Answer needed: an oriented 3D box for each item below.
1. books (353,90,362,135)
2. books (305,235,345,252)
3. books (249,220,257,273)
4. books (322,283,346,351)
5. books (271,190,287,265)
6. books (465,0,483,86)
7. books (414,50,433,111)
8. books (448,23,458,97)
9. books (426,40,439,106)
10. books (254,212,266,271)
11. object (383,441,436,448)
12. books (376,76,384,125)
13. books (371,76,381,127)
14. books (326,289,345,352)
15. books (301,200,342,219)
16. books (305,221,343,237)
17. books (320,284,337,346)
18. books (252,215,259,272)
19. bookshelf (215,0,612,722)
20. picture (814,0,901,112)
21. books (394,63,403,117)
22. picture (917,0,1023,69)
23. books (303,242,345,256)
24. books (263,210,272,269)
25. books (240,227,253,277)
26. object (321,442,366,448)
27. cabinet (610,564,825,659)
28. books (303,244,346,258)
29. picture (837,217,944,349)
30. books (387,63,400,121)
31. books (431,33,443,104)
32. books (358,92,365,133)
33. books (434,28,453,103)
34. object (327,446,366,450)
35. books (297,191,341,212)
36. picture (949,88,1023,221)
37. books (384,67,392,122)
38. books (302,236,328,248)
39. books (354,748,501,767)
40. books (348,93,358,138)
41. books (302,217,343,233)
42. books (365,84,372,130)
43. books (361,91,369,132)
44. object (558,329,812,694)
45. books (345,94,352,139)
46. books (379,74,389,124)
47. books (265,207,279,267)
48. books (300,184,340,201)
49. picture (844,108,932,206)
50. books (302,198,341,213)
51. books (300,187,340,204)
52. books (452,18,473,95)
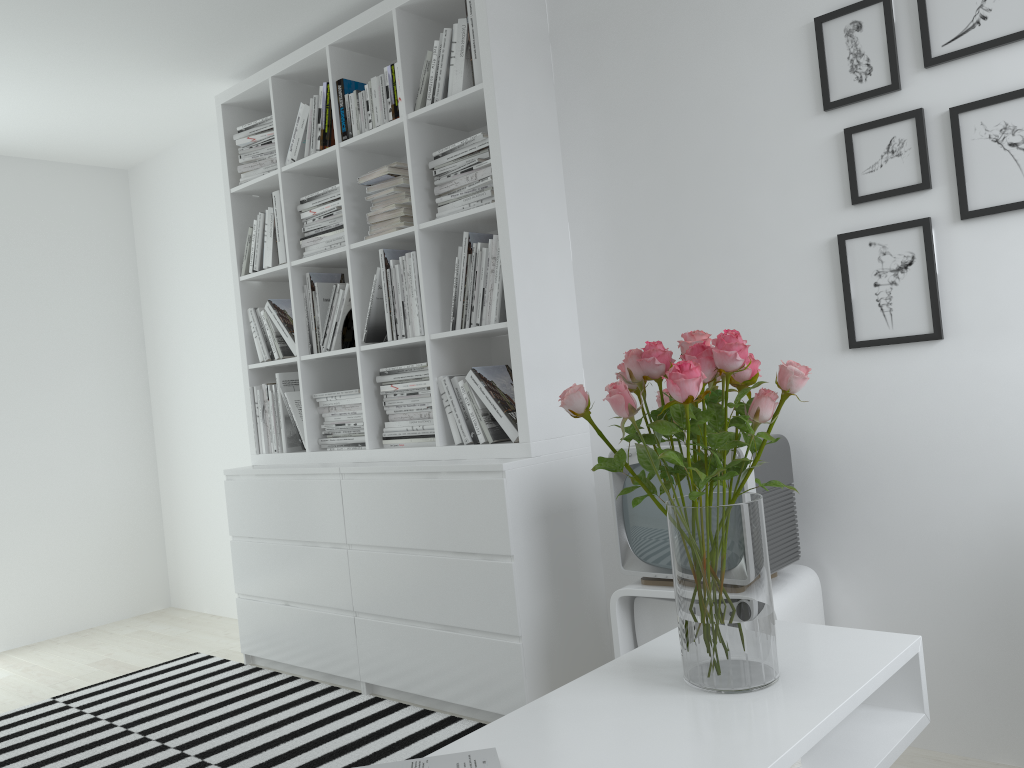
[{"bbox_3d":[-0.521,-0.984,3.255,0.020,0.167,0.120,-6,0,42],"label":"books"},{"bbox_3d":[-0.664,-0.549,3.500,0.273,0.021,0.174,-6,0,42],"label":"books"},{"bbox_3d":[-1.033,-0.580,3.772,0.101,0.218,0.161,-6,0,42],"label":"books"},{"bbox_3d":[-0.654,-0.262,3.517,0.153,0.253,0.159,-6,0,42],"label":"books"},{"bbox_3d":[-0.879,-0.632,3.616,0.053,0.290,0.176,-6,0,42],"label":"books"},{"bbox_3d":[-0.062,-1.094,2.881,0.053,0.290,0.176,-6,0,42],"label":"books"},{"bbox_3d":[-0.253,-1.020,3.066,0.127,0.210,0.161,-6,0,42],"label":"books"},{"bbox_3d":[-0.136,-1.061,2.970,0.093,0.239,0.172,-6,0,42],"label":"books"},{"bbox_3d":[-0.215,-1.042,3.037,0.101,0.218,0.161,-6,0,42],"label":"books"},{"bbox_3d":[-0.992,-0.593,3.726,0.112,0.235,0.172,-6,0,42],"label":"books"},{"bbox_3d":[-0.284,0.210,3.267,0.314,0.014,0.232,-6,0,41],"label":"object"},{"bbox_3d":[-0.424,-1.000,3.175,0.021,0.178,0.128,-6,0,42],"label":"books"},{"bbox_3d":[-0.439,-1.002,3.197,0.030,0.184,0.134,-6,0,42],"label":"books"},{"bbox_3d":[-0.634,-0.249,3.504,0.146,0.236,0.167,-6,0,42],"label":"books"},{"bbox_3d":[-0.681,-0.682,3.497,0.273,0.021,0.174,-6,0,42],"label":"books"},{"bbox_3d":[-0.661,-0.611,3.515,0.288,0.016,0.182,-6,0,42],"label":"books"},{"bbox_3d":[-0.667,-0.272,3.516,0.138,0.226,0.161,-6,0,42],"label":"books"},{"bbox_3d":[-1.014,-0.589,3.750,0.104,0.232,0.152,-6,0,42],"label":"books"},{"bbox_3d":[-0.511,-0.100,3.338,1.595,2.416,0.440,-6,0,42],"label":"bookshelf"},{"bbox_3d":[0.894,-0.858,2.301,0.196,0.248,0.018,-6,0,42],"label":"picture"},{"bbox_3d":[-0.337,-1.016,3.098,0.036,0.191,0.139,-6,0,42],"label":"books"},{"bbox_3d":[1.110,-0.908,2.101,0.275,0.236,0.021,-6,0,42],"label":"picture"},{"bbox_3d":[-0.658,-0.531,3.502,0.288,0.016,0.182,-6,0,37],"label":"books"},{"bbox_3d":[-0.953,-0.599,3.705,0.093,0.239,0.172,-6,0,42],"label":"books"},{"bbox_3d":[-1.070,-0.558,3.801,0.127,0.210,0.161,-6,0,42],"label":"books"},{"bbox_3d":[-0.603,0.234,3.503,0.285,0.012,0.159,-6,0,42],"label":"object"},{"bbox_3d":[0.575,0.762,2.422,0.467,0.477,0.350,-6,0,36],"label":"cabinet"},{"bbox_3d":[-0.663,-0.515,3.487,0.288,0.016,0.182,-6,0,42],"label":"books"},{"bbox_3d":[0.971,-0.254,2.285,0.232,0.306,0.019,-6,0,42],"label":"picture"},{"bbox_3d":[-0.366,-1.015,3.127,0.045,0.196,0.136,-6,0,42],"label":"books"},{"bbox_3d":[-0.197,-1.051,3.015,0.104,0.232,0.152,-6,0,42],"label":"books"},{"bbox_3d":[-0.507,-0.979,3.241,0.018,0.153,0.110,-6,0,42],"label":"books"},{"bbox_3d":[-0.175,-1.055,2.991,0.112,0.235,0.172,-6,0,42],"label":"books"},{"bbox_3d":[-0.588,0.245,3.495,0.254,0.012,0.161,-6,0,42],"label":"object"},{"bbox_3d":[-0.678,-0.718,3.500,0.331,0.025,0.176,-6,0,42],"label":"books"},{"bbox_3d":[1.165,-0.544,2.087,0.225,0.274,0.018,-6,0,42],"label":"picture"},{"bbox_3d":[-0.390,-1.014,3.150,0.020,0.200,0.127,-6,0,42],"label":"books"},{"bbox_3d":[-0.663,-0.572,3.499,0.296,0.028,0.180,-6,0,37],"label":"books"},{"bbox_3d":[-0.119,0.533,1.104,0.231,0.040,0.342,-6,0,-6],"label":"books"},{"bbox_3d":[-0.545,-0.980,3.267,0.032,0.162,0.106,-6,0,42],"label":"books"},{"bbox_3d":[-0.679,-0.626,3.511,0.263,0.017,0.167,-6,0,37],"label":"books"},{"bbox_3d":[-0.478,-0.991,3.220,0.018,0.171,0.109,-6,0,42],"label":"books"},{"bbox_3d":[-0.494,-0.980,3.228,0.019,0.153,0.110,-6,0,42],"label":"books"},{"bbox_3d":[0.321,0.208,1.533,0.350,0.599,0.327,-6,0,-28],"label":"object"},{"bbox_3d":[-0.563,-0.980,3.284,0.017,0.167,0.107,-6,0,42],"label":"books"},{"bbox_3d":[-0.409,-1.002,3.159,0.022,0.179,0.128,-6,0,42],"label":"books"},{"bbox_3d":[-0.928,-0.603,3.674,0.105,0.242,0.174,-6,0,42],"label":"books"},{"bbox_3d":[-0.695,-0.749,3.504,0.254,0.012,0.161,-6,0,42],"label":"books"},{"bbox_3d":[0.958,-0.578,2.268,0.196,0.202,0.018,-6,0,42],"label":"picture"},{"bbox_3d":[-0.686,-0.699,3.508,0.254,0.013,0.161,-6,0,37],"label":"books"},{"bbox_3d":[-0.685,-0.737,3.490,0.285,0.012,0.159,-6,0,42],"label":"books"},{"bbox_3d":[-0.111,-1.065,2.939,0.105,0.242,0.174,-6,0,42],"label":"books"}]
